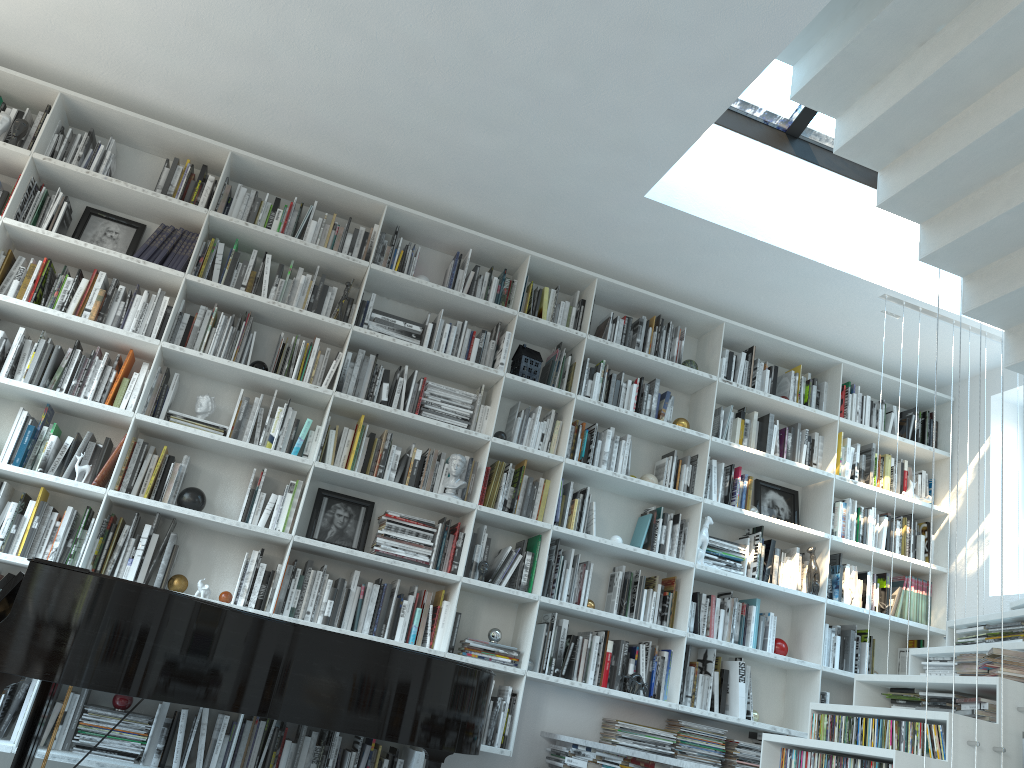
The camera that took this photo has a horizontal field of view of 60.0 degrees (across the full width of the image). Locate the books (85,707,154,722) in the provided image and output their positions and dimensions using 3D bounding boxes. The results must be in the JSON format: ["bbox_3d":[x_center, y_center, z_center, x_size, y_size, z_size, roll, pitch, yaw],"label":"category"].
[{"bbox_3d":[-1.735,1.461,3.928,0.285,0.005,0.160,17,-21,-14],"label":"books"}]

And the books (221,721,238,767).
[{"bbox_3d":[-1.293,1.657,4.033,0.021,0.236,0.116,17,-21,-14],"label":"books"}]

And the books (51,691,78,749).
[{"bbox_3d":[-1.945,1.453,3.845,0.023,0.230,0.164,17,-21,-14],"label":"books"}]

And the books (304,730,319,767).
[{"bbox_3d":[-0.952,1.747,4.115,0.028,0.260,0.133,17,-21,-14],"label":"books"}]

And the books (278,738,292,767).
[{"bbox_3d":[-1.057,1.733,4.059,0.028,0.205,0.175,17,-21,-14],"label":"books"}]

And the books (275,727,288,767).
[{"bbox_3d":[-1.078,1.712,4.085,0.012,0.254,0.151,17,-21,-14],"label":"books"}]

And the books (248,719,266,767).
[{"bbox_3d":[-1.179,1.676,4.058,0.025,0.262,0.145,17,-21,-14],"label":"books"}]

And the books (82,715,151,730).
[{"bbox_3d":[-1.741,1.487,3.908,0.285,0.005,0.160,19,-22,-18],"label":"books"}]

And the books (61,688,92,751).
[{"bbox_3d":[-1.895,1.447,3.874,0.027,0.281,0.129,17,-21,-14],"label":"books"}]

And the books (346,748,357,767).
[{"bbox_3d":[-0.774,1.818,4.133,0.029,0.209,0.171,17,-21,-14],"label":"books"}]

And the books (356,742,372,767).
[{"bbox_3d":[-0.723,1.811,4.143,0.044,0.250,0.187,17,-21,-14],"label":"books"}]

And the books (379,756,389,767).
[{"bbox_3d":[-0.630,1.866,4.173,0.022,0.204,0.191,17,-21,-14],"label":"books"}]

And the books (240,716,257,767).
[{"bbox_3d":[-1.209,1.642,4.036,0.014,0.299,0.185,17,-21,-14],"label":"books"}]

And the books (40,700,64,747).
[{"bbox_3d":[-1.985,1.465,3.830,0.053,0.183,0.148,17,-21,-14],"label":"books"}]

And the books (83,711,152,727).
[{"bbox_3d":[-1.737,1.479,3.914,0.285,0.005,0.160,18,-22,-17],"label":"books"}]

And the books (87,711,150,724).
[{"bbox_3d":[-1.737,1.471,3.924,0.254,0.005,0.161,17,-21,-14],"label":"books"}]

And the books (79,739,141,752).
[{"bbox_3d":[-1.756,1.575,3.877,0.254,0.007,0.161,19,-22,-18],"label":"books"}]

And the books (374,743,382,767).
[{"bbox_3d":[-0.663,1.831,4.173,0.011,0.257,0.172,17,-21,-14],"label":"books"}]

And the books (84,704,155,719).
[{"bbox_3d":[-1.729,1.448,3.921,0.285,0.005,0.160,15,-21,-9],"label":"books"}]

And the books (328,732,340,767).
[{"bbox_3d":[-0.856,1.756,4.126,0.014,0.287,0.185,17,-21,-14],"label":"books"}]

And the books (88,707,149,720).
[{"bbox_3d":[-1.733,1.455,3.928,0.254,0.005,0.161,17,-21,-13],"label":"books"}]

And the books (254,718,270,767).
[{"bbox_3d":[-1.152,1.645,4.065,0.012,0.336,0.144,17,-21,-14],"label":"books"}]

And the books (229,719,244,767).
[{"bbox_3d":[-1.266,1.655,4.035,0.012,0.253,0.161,17,-21,-14],"label":"books"}]

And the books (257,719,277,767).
[{"bbox_3d":[-1.134,1.664,4.067,0.034,0.310,0.170,17,-21,-14],"label":"books"}]

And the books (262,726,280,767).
[{"bbox_3d":[-1.117,1.704,4.072,0.022,0.246,0.144,17,-21,-14],"label":"books"}]

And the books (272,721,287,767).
[{"bbox_3d":[-1.087,1.699,4.085,0.012,0.275,0.155,17,-21,-14],"label":"books"}]

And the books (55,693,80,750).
[{"bbox_3d":[-1.925,1.465,3.858,0.027,0.226,0.140,17,-21,-14],"label":"books"}]

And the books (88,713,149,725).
[{"bbox_3d":[-1.735,1.473,3.912,0.254,0.005,0.161,19,-22,-19],"label":"books"}]

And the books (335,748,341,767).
[{"bbox_3d":[-0.824,1.812,4.147,0.040,0.211,0.129,17,-21,-14],"label":"books"}]

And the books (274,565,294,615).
[{"bbox_3d":[-1.109,1.002,4.283,0.029,0.243,0.154,17,-21,-14],"label":"books"}]

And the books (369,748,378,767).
[{"bbox_3d":[-0.688,1.838,4.178,0.028,0.238,0.140,17,-21,-14],"label":"books"}]

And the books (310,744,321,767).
[{"bbox_3d":[-0.933,1.780,4.110,0.024,0.202,0.145,17,-21,-14],"label":"books"}]

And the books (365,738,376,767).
[{"bbox_3d":[-0.692,1.790,4.165,0.013,0.316,0.187,17,-21,-14],"label":"books"}]

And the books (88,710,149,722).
[{"bbox_3d":[-1.736,1.466,3.926,0.254,0.005,0.161,17,-21,-14],"label":"books"}]

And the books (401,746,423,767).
[{"bbox_3d":[-0.492,1.855,4.160,0.038,0.268,0.278,17,-21,-14],"label":"books"}]

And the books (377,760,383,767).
[{"bbox_3d":[-0.656,1.869,4.175,0.024,0.190,0.155,17,-21,-14],"label":"books"}]

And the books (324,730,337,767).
[{"bbox_3d":[-0.864,1.730,4.129,0.014,0.334,0.183,17,-21,-14],"label":"books"}]

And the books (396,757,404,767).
[{"bbox_3d":[-0.567,1.879,4.189,0.029,0.217,0.191,17,-21,-14],"label":"books"}]

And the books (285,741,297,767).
[{"bbox_3d":[-1.040,1.754,4.092,0.030,0.196,0.143,17,-21,-14],"label":"books"}]

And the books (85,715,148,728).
[{"bbox_3d":[-1.738,1.484,3.911,0.254,0.005,0.161,16,-21,-10],"label":"books"}]

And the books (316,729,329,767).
[{"bbox_3d":[-0.903,1.744,4.116,0.013,0.284,0.185,17,-21,-14],"label":"books"}]

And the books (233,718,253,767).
[{"bbox_3d":[-1.232,1.656,4.023,0.026,0.255,0.184,17,-21,-14],"label":"books"}]

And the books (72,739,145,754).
[{"bbox_3d":[-1.756,1.580,3.872,0.285,0.007,0.160,15,-21,-9],"label":"books"}]

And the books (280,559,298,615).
[{"bbox_3d":[-1.085,0.992,4.287,0.011,0.274,0.146,17,-21,-14],"label":"books"}]

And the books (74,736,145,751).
[{"bbox_3d":[-1.756,1.569,3.883,0.285,0.007,0.160,16,-21,-12],"label":"books"}]

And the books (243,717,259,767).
[{"bbox_3d":[-1.198,1.632,4.061,0.014,0.338,0.140,17,-21,-14],"label":"books"}]

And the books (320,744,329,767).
[{"bbox_3d":[-0.895,1.784,4.112,0.022,0.212,0.167,17,-21,-14],"label":"books"}]

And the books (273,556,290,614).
[{"bbox_3d":[-1.125,0.978,4.288,0.012,0.284,0.160,17,-21,-14],"label":"books"}]

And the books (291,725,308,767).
[{"bbox_3d":[-1.002,1.715,4.105,0.026,0.293,0.155,17,-21,-14],"label":"books"}]

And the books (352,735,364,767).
[{"bbox_3d":[-0.748,1.787,4.153,0.011,0.291,0.184,17,-21,-14],"label":"books"}]

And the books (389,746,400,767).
[{"bbox_3d":[-0.584,1.857,4.196,0.013,0.255,0.177,17,-21,-14],"label":"books"}]

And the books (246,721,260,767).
[{"bbox_3d":[-1.199,1.676,4.062,0.010,0.258,0.131,17,-21,-14],"label":"books"}]

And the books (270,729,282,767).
[{"bbox_3d":[-1.100,1.712,4.072,0.012,0.238,0.129,17,-21,-14],"label":"books"}]

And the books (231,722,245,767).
[{"bbox_3d":[-1.258,1.666,4.038,0.010,0.237,0.134,17,-21,-14],"label":"books"}]

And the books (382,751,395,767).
[{"bbox_3d":[-0.609,1.866,4.194,0.028,0.227,0.162,17,-21,-14],"label":"books"}]

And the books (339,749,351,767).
[{"bbox_3d":[-0.791,1.813,4.123,0.010,0.205,0.180,17,-21,-14],"label":"books"}]

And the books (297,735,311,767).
[{"bbox_3d":[-0.982,1.751,4.104,0.030,0.234,0.138,17,-21,-14],"label":"books"}]

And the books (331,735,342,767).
[{"bbox_3d":[-0.846,1.778,4.140,0.024,0.261,0.132,17,-21,-14],"label":"books"}]
